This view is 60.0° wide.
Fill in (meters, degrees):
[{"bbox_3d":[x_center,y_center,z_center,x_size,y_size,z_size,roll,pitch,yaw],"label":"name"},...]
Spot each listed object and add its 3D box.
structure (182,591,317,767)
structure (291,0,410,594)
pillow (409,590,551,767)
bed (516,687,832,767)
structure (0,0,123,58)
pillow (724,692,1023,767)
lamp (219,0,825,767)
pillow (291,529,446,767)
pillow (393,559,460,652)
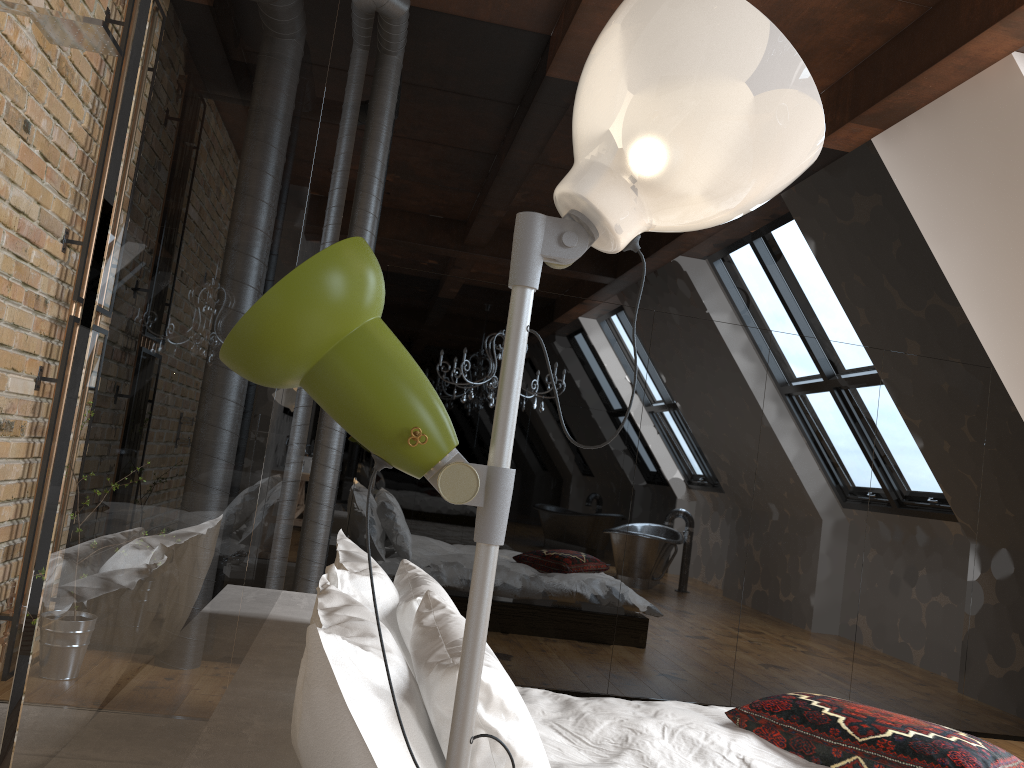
[{"bbox_3d":[-0.581,0.951,2.013,0.206,0.494,2.820,9,-5,-9],"label":"structure"},{"bbox_3d":[-1.258,-0.303,3.855,1.189,3.140,0.829,9,-5,-9],"label":"structure"},{"bbox_3d":[-0.071,0.655,1.677,0.276,0.397,0.744,9,-6,-9],"label":"pillow"},{"bbox_3d":[0.555,1.164,2.316,2.169,0.442,2.300,9,-5,-9],"label":"bed"},{"bbox_3d":[-1.298,-0.996,2.371,0.453,0.079,0.192,9,-5,-9],"label":"structure"},{"bbox_3d":[1.055,1.023,2.545,0.748,0.157,0.453,3,-7,41],"label":"pillow"},{"bbox_3d":[-0.046,0.360,0.832,0.561,1.582,0.270,9,-6,-12],"label":"lamp"},{"bbox_3d":[-0.302,0.666,2.051,0.358,0.517,1.746,9,-6,-10],"label":"pillow"},{"bbox_3d":[-0.206,0.735,2.455,0.291,0.385,0.748,9,-6,-9],"label":"pillow"}]
